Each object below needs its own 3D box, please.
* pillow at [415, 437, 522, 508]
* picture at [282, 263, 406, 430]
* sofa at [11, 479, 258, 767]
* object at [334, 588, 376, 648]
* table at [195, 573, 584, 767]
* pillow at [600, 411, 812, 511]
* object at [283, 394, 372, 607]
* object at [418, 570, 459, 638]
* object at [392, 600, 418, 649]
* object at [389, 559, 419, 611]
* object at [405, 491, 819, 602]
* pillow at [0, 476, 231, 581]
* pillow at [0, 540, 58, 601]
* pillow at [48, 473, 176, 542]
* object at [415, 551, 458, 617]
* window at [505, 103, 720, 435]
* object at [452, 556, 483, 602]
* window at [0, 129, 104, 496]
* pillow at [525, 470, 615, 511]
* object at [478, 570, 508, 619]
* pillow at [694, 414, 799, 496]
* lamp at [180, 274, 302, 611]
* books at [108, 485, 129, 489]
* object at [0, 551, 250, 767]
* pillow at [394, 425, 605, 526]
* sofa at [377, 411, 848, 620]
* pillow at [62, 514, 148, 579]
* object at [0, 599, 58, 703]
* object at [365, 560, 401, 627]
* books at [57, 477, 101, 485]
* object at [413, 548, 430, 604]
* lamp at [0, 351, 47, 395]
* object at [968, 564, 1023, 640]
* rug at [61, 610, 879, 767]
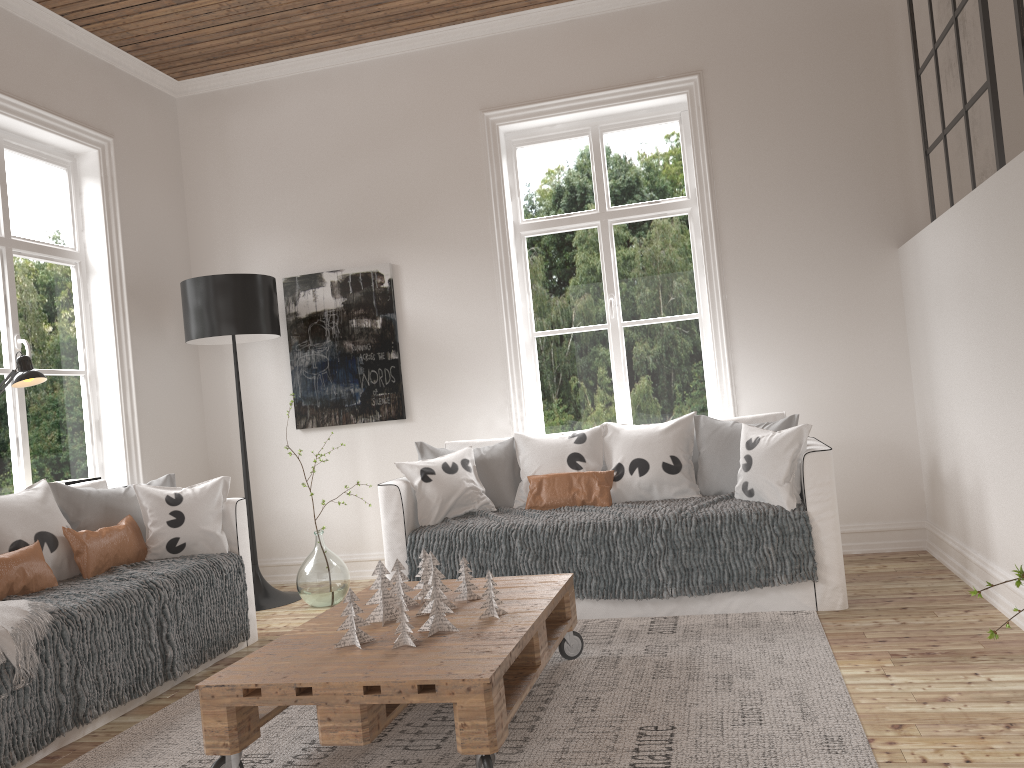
[{"bbox_3d":[-0.200,0.470,4.341,0.541,0.431,0.282,-5,-1,-13],"label":"pillow"},{"bbox_3d":[-0.991,-0.215,5.214,0.680,0.908,0.041,-6,-1,13],"label":"picture"},{"bbox_3d":[-1.794,0.795,3.132,0.866,0.776,1.960,-6,-1,13],"label":"sofa"},{"bbox_3d":[-0.449,0.656,2.511,0.093,0.161,0.088,-6,-1,23],"label":"object"},{"bbox_3d":[-0.283,0.877,2.739,0.821,0.300,1.189,-6,-1,13],"label":"table"},{"bbox_3d":[0.864,0.350,3.972,1.081,0.450,0.403,-7,-2,38],"label":"pillow"},{"bbox_3d":[-0.960,0.591,4.712,0.275,1.117,0.515,-6,-2,30],"label":"object"},{"bbox_3d":[-0.222,0.627,2.568,0.097,0.178,0.103,-5,-1,-24],"label":"object"},{"bbox_3d":[-0.302,0.659,2.453,0.068,0.124,0.072,-6,-1,-2],"label":"object"},{"bbox_3d":[-0.370,0.657,2.931,0.095,0.164,0.090,-6,-1,20],"label":"object"},{"bbox_3d":[0.432,0.704,3.989,1.704,0.390,0.656,-6,-1,14],"label":"object"},{"bbox_3d":[-1.662,0.587,3.595,0.403,0.450,1.081,-7,-2,38],"label":"pillow"},{"bbox_3d":[-1.749,0.680,3.062,0.116,0.220,0.414,-6,-1,14],"label":"pillow"},{"bbox_3d":[-1.691,0.605,3.793,0.546,0.437,0.292,-4,-2,-43],"label":"pillow"},{"bbox_3d":[-0.246,0.626,2.813,0.107,0.195,0.113,-6,-1,20],"label":"object"},{"bbox_3d":[0.554,-0.585,5.029,1.055,1.872,0.120,-6,-1,13],"label":"window"},{"bbox_3d":[-0.155,0.644,2.947,0.075,0.147,0.075,-4,-2,-45],"label":"object"},{"bbox_3d":[-2.393,-0.315,4.281,0.120,1.872,1.055,-6,-1,13],"label":"window"},{"bbox_3d":[0.265,0.497,4.080,0.420,0.179,0.127,-6,-1,15],"label":"pillow"},{"bbox_3d":[-0.064,0.632,2.686,0.072,0.142,0.073,-6,-1,21],"label":"object"},{"bbox_3d":[1.062,0.341,4.003,0.292,0.437,0.546,-4,-2,-43],"label":"pillow"},{"bbox_3d":[-1.466,0.312,4.834,0.499,1.754,0.499,-6,-1,10],"label":"lamp"},{"bbox_3d":[-2.102,0.545,4.600,0.202,0.012,0.251,-6,-1,15],"label":"books"},{"bbox_3d":[-1.627,0.926,3.102,0.651,0.423,1.680,-6,-1,14],"label":"object"},{"bbox_3d":[-0.034,0.451,4.215,1.020,0.414,0.417,-5,-1,-5],"label":"pillow"},{"bbox_3d":[0.451,0.599,4.136,1.960,0.776,0.866,-6,-1,13],"label":"sofa"},{"bbox_3d":[-1.609,0.653,3.548,0.117,0.235,0.414,-6,-1,13],"label":"pillow"},{"bbox_3d":[-1.753,0.792,2.678,0.729,0.255,0.588,-6,-1,17],"label":"object"},{"bbox_3d":[-0.404,0.642,2.760,0.106,0.193,0.112,-7,-2,41],"label":"object"},{"bbox_3d":[-2.168,0.487,4.328,0.190,0.028,0.239,-6,-1,15],"label":"books"},{"bbox_3d":[-0.293,0.645,3.018,0.090,0.176,0.090,-5,-1,-25],"label":"object"},{"bbox_3d":[-2.198,0.219,3.872,0.439,0.703,0.196,-6,-1,13],"label":"lamp"},{"bbox_3d":[0.994,0.323,1.435,0.515,1.117,0.275,-5,-1,-20],"label":"object"},{"bbox_3d":[-0.142,1.012,2.710,2.254,0.003,2.474,-6,-1,13],"label":"rug"}]
